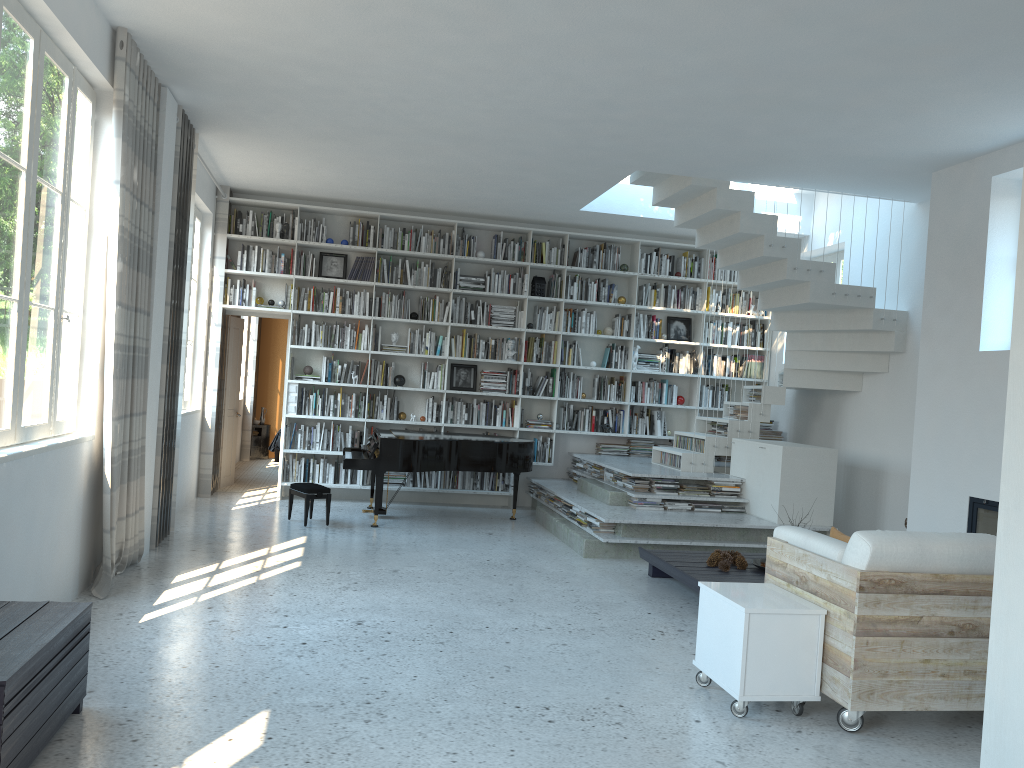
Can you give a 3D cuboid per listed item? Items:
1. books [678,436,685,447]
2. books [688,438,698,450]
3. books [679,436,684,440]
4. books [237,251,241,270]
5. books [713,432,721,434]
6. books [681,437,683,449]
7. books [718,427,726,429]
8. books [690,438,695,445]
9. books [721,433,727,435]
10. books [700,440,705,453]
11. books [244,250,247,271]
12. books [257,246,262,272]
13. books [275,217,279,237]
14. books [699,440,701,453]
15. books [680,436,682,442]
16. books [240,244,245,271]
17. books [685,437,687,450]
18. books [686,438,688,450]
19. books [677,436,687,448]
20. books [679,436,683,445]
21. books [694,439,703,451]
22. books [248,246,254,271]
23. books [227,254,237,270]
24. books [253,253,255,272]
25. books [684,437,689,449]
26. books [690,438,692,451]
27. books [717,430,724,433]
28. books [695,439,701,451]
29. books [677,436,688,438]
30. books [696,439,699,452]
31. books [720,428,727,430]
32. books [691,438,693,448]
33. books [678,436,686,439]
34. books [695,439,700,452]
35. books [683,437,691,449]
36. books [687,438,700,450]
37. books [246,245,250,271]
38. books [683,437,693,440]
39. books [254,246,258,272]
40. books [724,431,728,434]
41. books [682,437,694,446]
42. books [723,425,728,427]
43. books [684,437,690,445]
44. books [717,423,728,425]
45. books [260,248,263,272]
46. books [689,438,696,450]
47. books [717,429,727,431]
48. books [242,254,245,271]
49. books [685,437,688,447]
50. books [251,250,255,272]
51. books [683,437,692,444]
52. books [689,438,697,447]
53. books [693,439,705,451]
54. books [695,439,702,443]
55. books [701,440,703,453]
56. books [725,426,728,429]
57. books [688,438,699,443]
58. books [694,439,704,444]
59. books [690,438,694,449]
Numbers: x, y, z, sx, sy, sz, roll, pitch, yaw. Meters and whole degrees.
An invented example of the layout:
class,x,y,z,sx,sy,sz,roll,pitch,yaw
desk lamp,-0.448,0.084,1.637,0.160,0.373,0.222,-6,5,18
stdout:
class,x,y,z,sx,sy,sz,roll,pitch,yaw
books,1.821,0.618,9.377,0.125,0.125,0.007,4,1,-11
books,1.875,0.620,9.100,0.125,0.125,0.008,4,1,-11
books,1.824,0.618,9.362,0.125,0.125,0.008,4,1,-11
books,-2.893,-1.294,9.428,0.034,0.218,0.166,4,0,-11
books,2.244,0.525,9.440,0.130,0.014,0.188,4,0,-11
books,1.839,0.618,9.285,0.125,0.125,0.008,4,1,-11
books,2.258,0.458,9.214,0.189,0.012,0.155,4,0,-8
books,1.882,0.621,9.064,0.125,0.125,0.007,4,1,-11
books,2.272,0.522,9.218,0.137,0.013,0.198,4,0,-4
books,1.932,0.623,8.802,0.125,0.125,0.011,4,1,-11
books,-2.828,-1.295,9.429,0.023,0.228,0.171,4,0,-11
books,-2.695,-1.318,9.465,0.037,0.292,0.155,4,0,-11
books,-2.507,-1.649,9.483,0.025,0.244,0.167,4,0,-11
books,1.929,0.623,8.819,0.125,0.125,0.007,4,1,-11
books,1.829,0.618,9.335,0.125,0.125,0.010,4,1,-11
books,-2.868,-1.332,9.435,0.011,0.296,0.162,4,0,-11
books,1.859,0.619,9.182,0.125,0.125,0.009,4,1,-11
books,1.865,0.620,9.152,0.125,0.125,0.014,4,1,-11
books,1.816,0.617,9.404,0.125,0.125,0.012,4,1,-11
books,1.826,0.618,9.355,0.125,0.125,0.008,4,1,-11
books,1.903,0.622,8.955,0.125,0.125,0.018,4,1,-11
books,-2.782,-1.322,9.456,0.028,0.288,0.132,4,0,-11
books,-2.973,-1.279,9.424,0.121,0.176,0.129,4,0,-11
books,-2.741,-1.280,9.453,0.010,0.209,0.165,4,0,-11
books,1.853,0.619,9.211,0.125,0.125,0.008,4,1,-11
books,1.885,0.621,9.046,0.125,0.125,0.013,4,1,-11
books,2.257,0.498,9.214,0.175,0.016,0.207,4,0,-16
books,1.908,0.622,8.926,0.125,0.125,0.008,4,1,-11
books,1.813,0.617,9.421,0.125,0.125,0.008,4,1,-11
books,1.913,0.622,8.901,0.125,0.125,0.009,4,1,-11
books,2.270,0.471,9.216,0.149,0.013,0.219,4,0,-6
books,1.887,0.621,9.036,0.125,0.125,0.009,4,1,-11
books,1.818,0.617,9.393,0.125,0.125,0.008,4,1,-11
books,1.910,0.622,8.919,0.125,0.125,0.008,4,1,-11
books,1.849,0.619,9.232,0.125,0.125,0.007,4,1,-11
books,1.870,0.620,9.125,0.125,0.125,0.007,4,1,-11
books,-2.803,-1.321,9.429,0.023,0.282,0.186,4,0,-11
books,1.845,0.619,9.254,0.125,0.125,0.008,4,1,-11
books,-2.720,-1.317,9.440,0.021,0.286,0.179,4,0,-11
books,2.221,0.494,8.929,0.171,0.019,0.240,4,0,14
books,1.842,0.619,9.270,0.125,0.125,0.008,4,1,-11
books,2.284,0.436,9.218,0.133,0.017,0.178,4,0,-7
books,1.852,0.619,9.218,0.125,0.125,0.008,4,1,-11
books,2.261,0.419,9.214,0.177,0.014,0.194,4,0,-16
books,-2.670,-1.305,9.462,0.013,0.269,0.162,4,0,-11
books,1.879,0.620,9.078,0.125,0.125,0.008,4,1,-11
books,2.257,0.484,9.214,0.184,0.014,0.225,4,0,-14
books,-2.857,-1.279,9.450,0.024,0.192,0.138,4,0,-11
books,1.857,0.619,9.190,0.125,0.125,0.010,4,1,-11
books,-2.759,-1.296,9.460,0.024,0.239,0.155,4,0,-11
books,1.846,0.619,9.247,0.125,0.125,0.007,4,1,-11
books,1.877,0.620,9.086,0.125,0.125,0.008,4,1,-11
books,1.899,0.621,8.975,0.125,0.125,0.007,4,1,-11
books,1.905,0.622,8.942,0.125,0.125,0.009,4,1,-11
books,1.935,0.625,8.784,0.125,0.123,0.034,4,0,-11
books,2.236,0.444,8.926,0.168,0.014,0.212,4,0,9
books,1.871,0.620,9.118,0.125,0.125,0.007,4,1,-11
books,1.901,0.622,8.965,0.125,0.125,0.012,4,1,-11
books,1.883,0.621,9.056,0.125,0.125,0.008,4,1,-11
